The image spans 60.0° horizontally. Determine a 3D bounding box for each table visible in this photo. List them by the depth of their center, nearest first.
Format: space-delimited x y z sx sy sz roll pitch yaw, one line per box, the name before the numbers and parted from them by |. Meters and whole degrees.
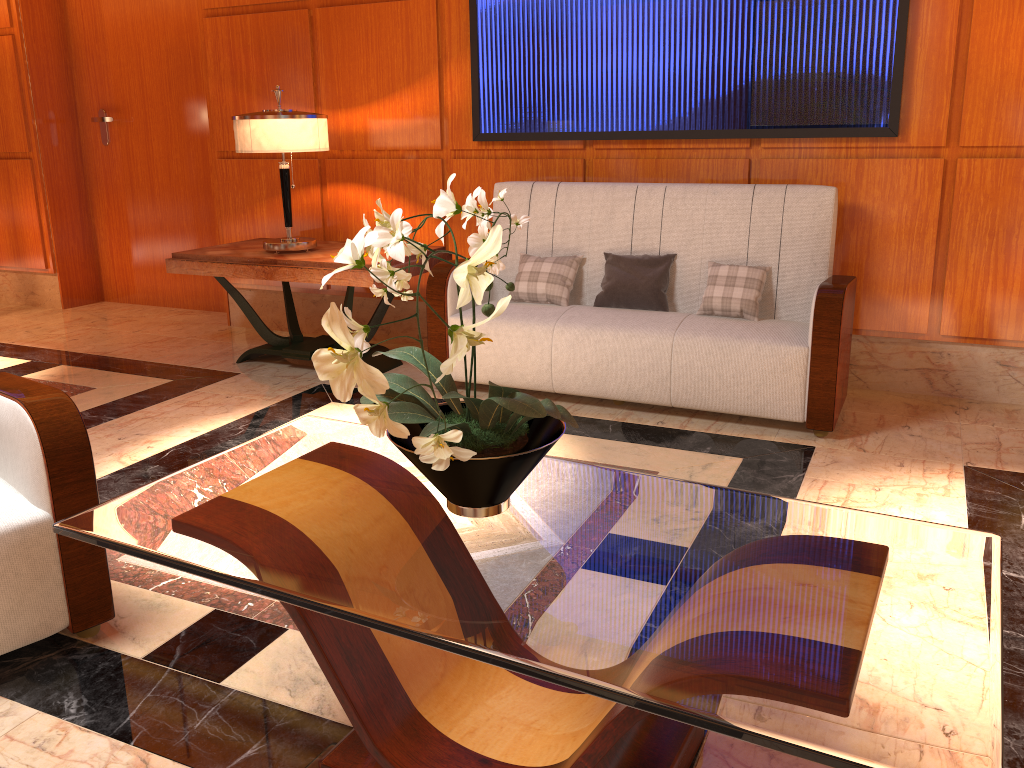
table | 0.002 0.499 1.656 1.563 0.491 0.728 7 18 27
table | -1.032 -0.398 4.618 1.272 0.601 0.731 6 17 25

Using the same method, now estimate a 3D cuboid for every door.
door | -2.442 -1.767 5.793 1.540 2.626 0.343 6 16 25

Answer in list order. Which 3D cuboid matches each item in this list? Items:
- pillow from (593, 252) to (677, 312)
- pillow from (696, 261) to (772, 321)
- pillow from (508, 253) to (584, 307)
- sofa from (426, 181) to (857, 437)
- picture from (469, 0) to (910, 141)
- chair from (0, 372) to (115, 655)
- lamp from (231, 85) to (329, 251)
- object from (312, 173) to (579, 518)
pillow | 0.552 -0.460 3.986 0.358 0.250 0.161 5 16 21
pillow | 0.943 -0.391 3.773 0.274 0.227 0.204 7 17 27
pillow | 0.146 -0.490 4.143 0.345 0.225 0.196 8 17 29
sofa | 0.541 -0.403 3.926 1.801 0.924 0.617 7 16 25
picture | 0.703 -1.838 3.955 1.999 1.438 0.057 6 16 25
chair | -1.450 0.168 2.018 0.631 0.952 0.742 13 20 42
lamp | -1.135 -1.074 4.413 0.459 0.786 0.463 -4 15 -12
object | -0.090 -0.063 1.620 0.417 0.611 0.796 0 15 3
